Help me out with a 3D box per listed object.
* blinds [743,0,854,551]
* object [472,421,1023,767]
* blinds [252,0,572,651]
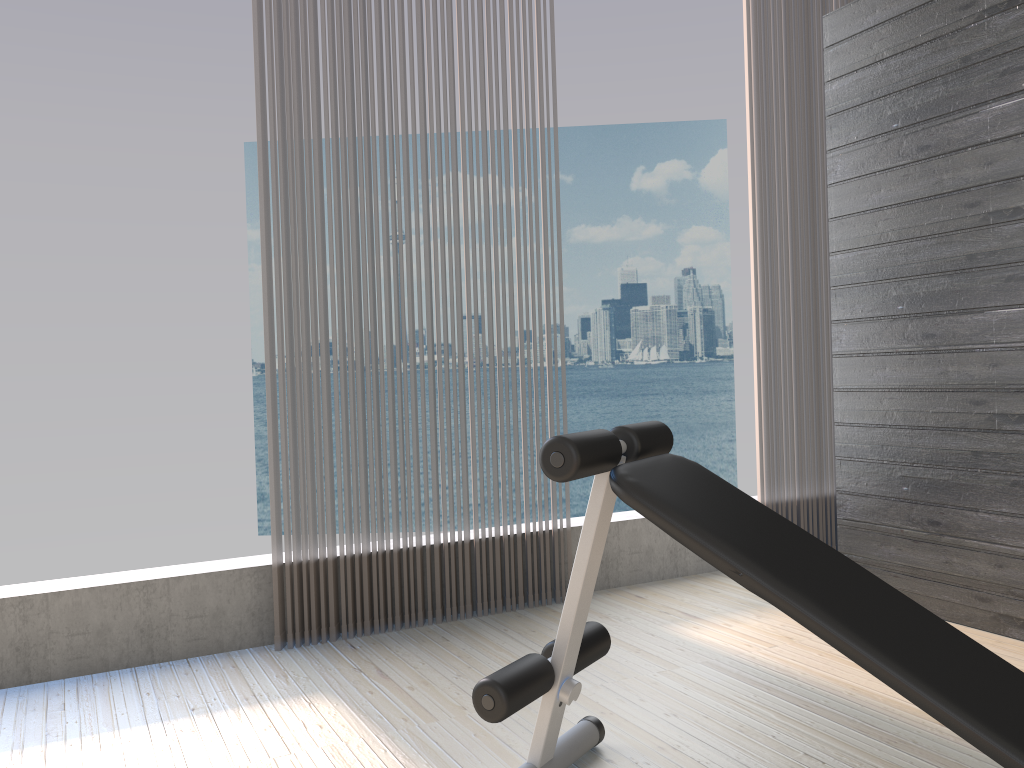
[{"bbox_3d":[1.506,-0.611,4.004,1.133,2.744,0.069,-2,1,-27],"label":"blinds"},{"bbox_3d":[0.569,0.447,1.492,1.312,0.746,0.505,-1,1,32],"label":"object"},{"bbox_3d":[-0.307,-0.540,3.085,1.133,2.744,0.069,-2,1,-27],"label":"blinds"}]
